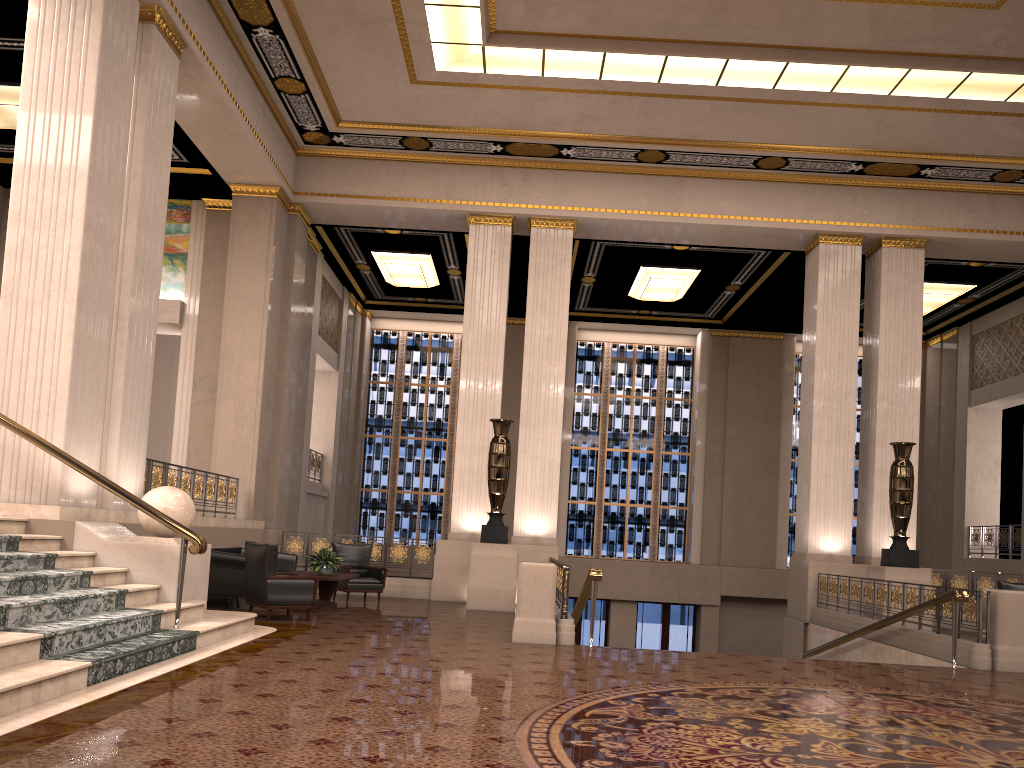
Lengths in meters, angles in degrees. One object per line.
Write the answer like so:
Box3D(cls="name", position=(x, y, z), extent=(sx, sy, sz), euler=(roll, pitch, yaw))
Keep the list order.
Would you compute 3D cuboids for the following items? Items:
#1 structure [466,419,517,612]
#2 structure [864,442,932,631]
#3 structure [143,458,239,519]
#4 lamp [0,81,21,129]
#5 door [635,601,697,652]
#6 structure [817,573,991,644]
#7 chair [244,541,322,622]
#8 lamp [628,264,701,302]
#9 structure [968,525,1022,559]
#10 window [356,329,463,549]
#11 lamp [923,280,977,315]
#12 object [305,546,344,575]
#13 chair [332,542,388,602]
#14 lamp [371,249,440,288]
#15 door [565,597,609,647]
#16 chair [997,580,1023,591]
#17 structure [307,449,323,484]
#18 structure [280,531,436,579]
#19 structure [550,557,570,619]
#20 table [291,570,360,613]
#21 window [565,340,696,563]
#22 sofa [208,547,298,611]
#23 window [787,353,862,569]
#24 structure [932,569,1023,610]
Box3D(cls="structure", position=(-0.223, 1.917, 13.000), extent=(0.700, 2.768, 0.706), euler=(3, -4, 1))
Box3D(cls="structure", position=(5.696, 2.255, 12.950), extent=(0.700, 2.768, 0.706), euler=(3, -4, 1))
Box3D(cls="structure", position=(-4.187, 1.418, 11.537), extent=(0.032, 0.618, 3.741), euler=(3, -10, 1))
Box3D(cls="lamp", position=(-6.882, -3.703, 11.892), extent=(1.715, 0.212, 1.183), euler=(3, -10, 1))
Box3D(cls="door", position=(3.607, 6.526, 20.939), extent=(1.491, 2.704, 0.156), euler=(3, -4, 0))
Box3D(cls="structure", position=(4.808, 2.807, 11.409), extent=(0.079, 0.531, 4.998), euler=(3, -10, 0))
Box3D(cls="chair", position=(-2.583, 2.190, 9.797), extent=(0.722, 0.837, 0.649), euler=(9, -8, -39))
Box3D(cls="lamp", position=(3.091, -2.022, 18.117), extent=(1.167, 0.212, 2.042), euler=(3, -10, 1))
Box3D(cls="structure", position=(9.826, 3.201, 17.874), extent=(0.031, 0.661, 2.182), euler=(3, -9, 1))
Box3D(cls="window", position=(-2.181, 1.360, 21.763), extent=(2.987, 5.319, 0.070), euler=(3, -4, 0))
Box3D(cls="lamp", position=(8.432, -1.717, 18.071), extent=(1.167, 0.212, 2.042), euler=(3, -10, 1))
Box3D(cls="object", position=(-2.402, 2.256, 11.290), extent=(0.502, 0.373, 0.531), euler=(-2, -9, 33))
Box3D(cls="chair", position=(-2.285, 2.784, 13.070), extent=(0.652, 0.837, 0.720), euler=(7, -7, -34))
Box3D(cls="lamp", position=(-2.160, -2.321, 18.162), extent=(1.167, 0.212, 2.042), euler=(3, -10, 1))
Box3D(cls="door", position=(1.522, 6.407, 20.957), extent=(1.491, 2.704, 0.156), euler=(3, -4, 0))
Box3D(cls="chair", position=(7.632, 3.351, 12.989), extent=(0.648, 0.837, 0.724), euler=(4, -6, -4))
Box3D(cls="structure", position=(-4.145, 1.665, 18.039), extent=(0.031, 0.661, 2.182), euler=(3, -9, 1))
Box3D(cls="structure", position=(-2.514, 2.789, 14.363), extent=(2.534, 0.650, 0.032), euler=(3, -4, 1))
Box3D(cls="structure", position=(0.582, 2.565, 11.445), extent=(0.079, 0.531, 4.999), euler=(3, -10, 1))
Box3D(cls="table", position=(-2.525, 2.674, 11.381), extent=(0.838, 0.431, 1.494), euler=(3, -9, 1))
Box3D(cls="window", position=(2.913, 1.650, 21.719), extent=(2.987, 5.319, 0.070), euler=(3, -4, 0))
Box3D(cls="sofa", position=(-3.434, 2.489, 11.400), extent=(0.875, 0.700, 1.946), euler=(3, -9, 1))
Box3D(cls="window", position=(8.184, 1.951, 21.674), extent=(2.987, 5.319, 0.070), euler=(3, -4, 0))
Box3D(cls="structure", position=(7.912, 3.385, 14.274), extent=(2.534, 0.650, 0.032), euler=(3, -4, 0))
